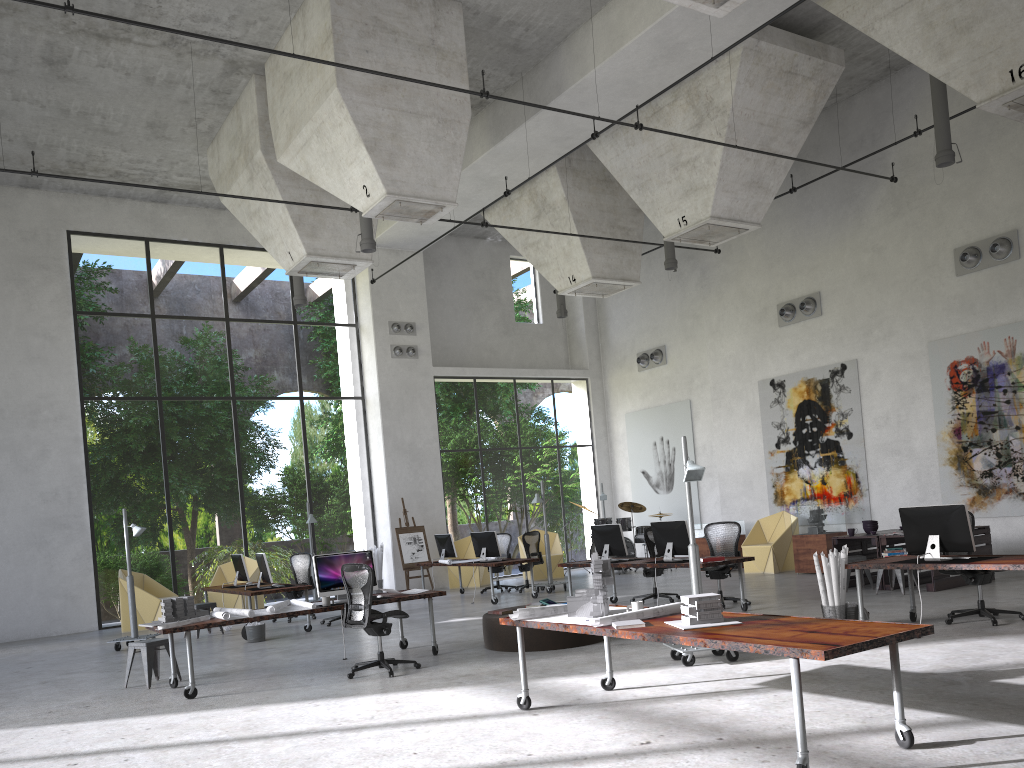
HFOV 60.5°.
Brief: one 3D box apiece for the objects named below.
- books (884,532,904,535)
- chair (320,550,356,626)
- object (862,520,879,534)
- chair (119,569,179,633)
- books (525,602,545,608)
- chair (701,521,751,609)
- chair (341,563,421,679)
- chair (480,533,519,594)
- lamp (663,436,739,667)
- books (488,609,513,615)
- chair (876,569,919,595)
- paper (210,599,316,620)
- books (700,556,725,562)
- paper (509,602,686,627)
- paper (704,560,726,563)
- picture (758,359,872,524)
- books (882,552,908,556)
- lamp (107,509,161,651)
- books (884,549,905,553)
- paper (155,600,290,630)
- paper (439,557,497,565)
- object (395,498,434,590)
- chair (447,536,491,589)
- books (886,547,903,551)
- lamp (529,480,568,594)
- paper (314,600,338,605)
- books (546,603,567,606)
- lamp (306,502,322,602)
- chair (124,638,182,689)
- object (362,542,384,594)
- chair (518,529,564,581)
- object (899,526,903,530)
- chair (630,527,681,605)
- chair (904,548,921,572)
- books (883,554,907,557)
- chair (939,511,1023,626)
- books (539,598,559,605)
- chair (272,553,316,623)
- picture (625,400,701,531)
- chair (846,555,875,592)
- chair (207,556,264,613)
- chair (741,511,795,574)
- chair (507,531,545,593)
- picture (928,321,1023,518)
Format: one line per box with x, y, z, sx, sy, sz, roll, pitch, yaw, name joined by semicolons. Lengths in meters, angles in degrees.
5.503;2.144;12.614;0.306;0.030;0.224;-9;-9;25;books
-2.796;3.350;14.482;0.790;1.181;0.777;-2;-4;-44;chair
5.409;2.157;13.250;0.213;0.213;0.195;-2;-5;-32;object
-6.838;4.003;16.409;0.934;1.165;0.986;-5;-4;3;chair
0.288;2.707;10.743;0.198;0.035;0.286;-7;-9;13;books
2.941;2.548;12.416;0.775;1.181;0.792;-6;-3;26;chair
-1.454;2.466;9.319;0.776;1.181;0.792;-7;-3;31;chair
-0.288;3.653;17.971;0.771;1.181;0.796;-5;-3;6;chair
1.723;1.566;8.350;0.578;2.146;0.599;-5;-1;-8;lamp
-0.138;2.703;10.418;0.174;0.032;0.257;2;-11;-41;books
5.331;2.651;12.183;0.436;0.487;0.424;-2;-5;-38;chair
-2.703;2.434;9.507;1.072;0.104;0.988;0;-10;-33;paper
2.583;2.262;11.345;0.285;0.052;0.204;-5;-8;-1;books
0.663;1.722;6.670;0.973;0.104;1.088;1;-11;-37;paper
2.613;2.292;11.367;0.290;0.001;0.212;-5;-8;-1;paper
5.835;1.241;17.114;0.020;3.008;2.379;-5;-3;-33;picture
5.314;2.355;12.200;0.284;0.033;0.199;-5;-8;-2;books
-5.854;2.980;13.461;0.596;2.146;0.581;-5;-1;0;lamp
5.308;2.323;12.205;0.255;0.032;0.175;-8;-9;18;books
-2.917;2.441;9.406;0.892;0.103;1.947;-6;-8;6;paper
-0.861;3.385;16.986;1.072;0.104;0.988;-1;-9;-22;paper
-2.210;3.538;19.236;0.691;2.137;0.690;-4;-2;-32;object
-0.975;4.019;19.918;0.983;1.165;0.937;-6;-4;16;chair
5.309;2.294;12.203;0.205;0.025;0.145;-7;-8;13;books
0.660;2.920;16.854;0.593;2.146;0.584;-4;-1;-33;lamp
-2.088;2.500;10.054;0.483;0.001;0.434;-2;-9;-22;paper
0.576;2.640;10.458;0.283;0.033;0.200;-2;-9;-20;books
-4.033;3.456;17.721;0.577;2.146;0.601;-4;-1;-33;lamp
-4.007;3.097;9.768;0.423;0.487;0.437;-7;-5;30;chair
-3.005;4.098;19.298;0.443;1.205;0.411;-6;-2;35;object
0.695;3.937;20.337;0.977;1.165;0.943;-4;-4;-13;chair
6.064;2.232;13.629;0.137;0.056;0.118;-3;-7;-17;object
2.174;2.802;13.682;0.799;1.181;0.768;-8;-4;41;chair
6.708;2.670;14.166;0.700;0.816;0.771;-8;-6;42;chair
5.317;2.389;12.200;0.285;0.035;0.199;-7;-8;13;books
4.938;1.910;9.294;0.768;1.181;0.800;-2;-4;-44;chair
0.454;2.668;10.694;0.206;0.102;0.144;-11;-8;42;books
-3.868;3.620;15.673;0.774;1.181;0.793;-6;-3;21;chair
3.637;2.068;21.397;0.020;3.008;2.361;-5;-3;-33;picture
5.046;2.792;12.969;0.420;0.487;0.440;-5;-4;2;chair
-5.558;4.082;17.684;0.982;1.165;0.938;-6;-4;13;chair
5.059;3.081;17.117;0.931;1.165;0.990;-2;-5;-34;chair
0.253;3.544;17.548;0.796;1.181;0.771;-6;-3;21;chair
7.805;0.608;14.005;0.020;3.008;2.241;-5;-3;-33;picture
